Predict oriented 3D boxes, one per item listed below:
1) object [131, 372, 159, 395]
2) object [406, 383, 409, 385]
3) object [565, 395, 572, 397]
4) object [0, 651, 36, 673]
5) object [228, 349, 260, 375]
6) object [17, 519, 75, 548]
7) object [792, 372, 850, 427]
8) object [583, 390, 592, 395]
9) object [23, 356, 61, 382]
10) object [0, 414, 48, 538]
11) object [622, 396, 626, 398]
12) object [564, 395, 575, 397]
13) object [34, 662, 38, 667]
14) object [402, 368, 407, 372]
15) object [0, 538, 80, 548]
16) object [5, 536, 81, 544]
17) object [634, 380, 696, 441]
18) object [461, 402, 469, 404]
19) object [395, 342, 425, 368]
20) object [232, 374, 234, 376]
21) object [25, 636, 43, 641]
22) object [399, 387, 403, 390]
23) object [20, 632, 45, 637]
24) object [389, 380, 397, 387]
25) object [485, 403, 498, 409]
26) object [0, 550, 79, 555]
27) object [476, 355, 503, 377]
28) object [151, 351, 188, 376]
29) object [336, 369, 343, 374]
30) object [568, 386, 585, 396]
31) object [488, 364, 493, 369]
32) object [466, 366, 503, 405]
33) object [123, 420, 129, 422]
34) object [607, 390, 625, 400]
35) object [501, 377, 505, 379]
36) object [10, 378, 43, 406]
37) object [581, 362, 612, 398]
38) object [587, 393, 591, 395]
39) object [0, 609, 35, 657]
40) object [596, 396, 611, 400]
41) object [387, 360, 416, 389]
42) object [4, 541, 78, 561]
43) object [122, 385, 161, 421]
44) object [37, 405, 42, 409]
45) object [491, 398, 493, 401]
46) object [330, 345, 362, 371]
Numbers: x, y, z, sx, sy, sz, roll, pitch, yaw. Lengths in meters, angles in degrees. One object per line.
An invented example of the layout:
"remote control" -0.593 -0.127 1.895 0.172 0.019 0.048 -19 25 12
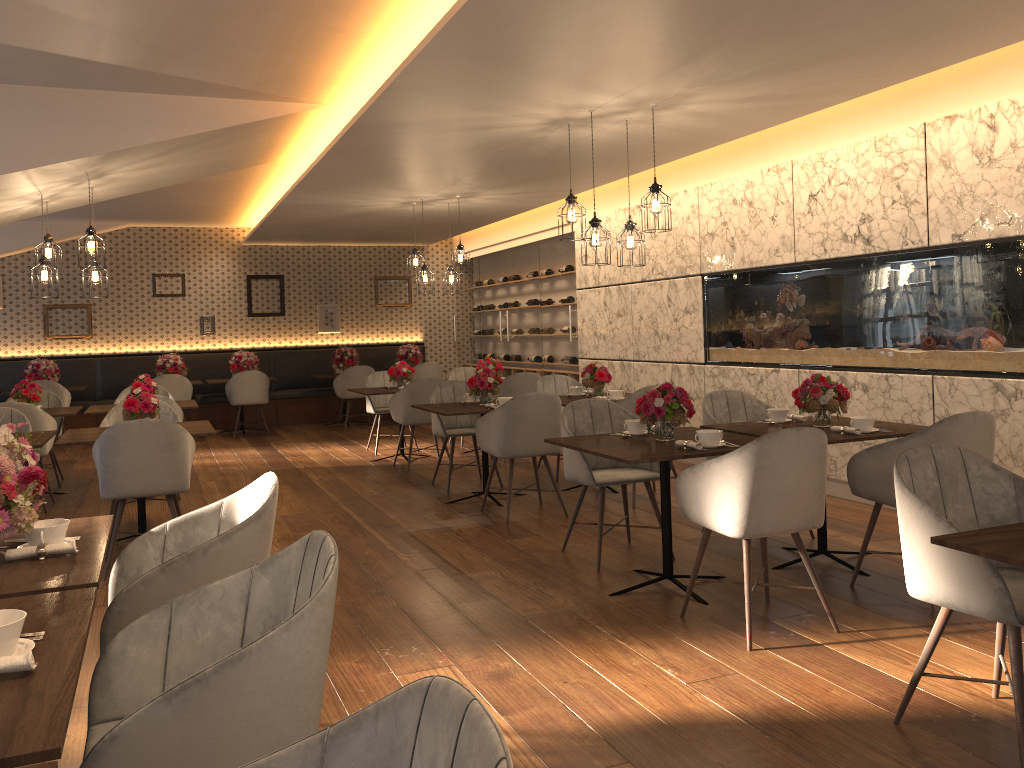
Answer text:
"object" -3.249 0.044 7.845 0.234 0.301 0.305 -2 2 -3
"object" -0.975 0.022 8.807 0.148 0.072 0.148 -5 4 -44
"object" 0.455 0.096 7.347 0.043 0.015 0.197 -3 4 -18
"object" -0.928 0.497 1.540 0.176 0.039 0.056 -3 3 -22
"object" -3.658 -0.273 12.091 0.420 0.425 0.405 -3 2 -20
"object" -1.321 0.432 2.510 0.148 0.072 0.148 -1 3 20
"object" 1.653 0.076 4.747 0.305 0.301 0.234 -2 2 0
"object" 0.650 0.071 7.447 0.056 0.039 0.176 -3 4 -22
"object" -5.935 -0.138 11.180 0.420 0.425 0.405 -3 2 -34
"object" -1.455 0.271 2.321 0.420 0.425 0.405 -3 2 -34
"object" 0.904 0.109 6.914 0.043 0.015 0.197 -3 4 -26
"object" 0.483 0.101 7.350 0.022 0.004 0.211 -3 4 -22
"object" -0.949 0.503 1.569 0.193 0.024 0.025 -3 2 -22
"object" -1.109 -0.142 9.033 0.077 0.052 0.045 0 2 30
"object" -1.373 0.464 2.573 0.211 0.004 0.022 -3 4 -22
"object" -1.380 0.456 2.608 0.197 0.015 0.043 -4 4 -26
"object" 0.762 0.127 4.417 0.305 0.301 0.234 -2 2 11
"object" -0.368 0.151 7.006 0.022 0.004 0.211 -3 4 -22
"object" -1.505 -0.401 12.989 0.405 0.425 0.420 -1 2 22
"object" -3.848 -0.112 12.436 0.148 0.072 0.148 0 3 25
"object" -1.024 0.507 1.708 0.211 0.004 0.022 -3 4 -22
"object" -1.080 0.046 8.764 0.056 0.039 0.176 -3 4 -22
"object" -1.031 0.499 1.743 0.197 0.015 0.043 -4 4 -26
"object" -1.237 -0.004 9.357 0.148 0.072 0.148 -5 4 -44
"object" -0.150 0.160 6.466 0.056 0.039 0.176 -3 4 -22
"object" -1.299 0.460 2.433 0.193 0.024 0.025 -3 2 -22
"object" -0.243 -0.156 9.431 0.305 0.301 0.234 -2 2 0
"object" -4.559 -0.225 11.835 0.405 0.425 0.420 -1 2 22
"object" -2.524 -0.189 12.972 0.148 0.072 0.148 0 3 25
"object" 0.544 0.061 7.404 0.148 0.072 0.148 -5 4 -44
"object" -0.239 -0.182 9.351 0.048 0.052 0.076 -4 3 -43
"object" -0.204 0.008 6.806 0.305 0.301 0.234 -4 2 -44
"object" -2.551 0.252 5.994 0.148 0.072 0.148 0 4 35
"object" 0.806 0.087 6.853 0.148 0.072 0.148 -5 4 -44
"object" -0.124 -0.028 9.151 0.148 0.072 0.148 -5 4 -44
"object" -4.115 0.095 7.481 0.305 0.301 0.234 0 2 43
"object" 0.690 -0.042 7.136 0.234 0.301 0.305 -2 2 -20
"object" 0.622 0.081 7.425 0.025 0.024 0.193 -3 4 -22
"object" -0.971 0.475 1.646 0.148 0.072 0.148 -1 3 20
"object" 0.701 0.110 6.810 0.056 0.039 0.176 -3 4 -22
"object" -1.134 -0.106 9.104 0.305 0.301 0.234 -4 2 -44
"object" -1.277 0.454 2.405 0.176 0.039 0.056 -3 3 -22
"object" -2.379 0.150 5.693 0.234 0.301 0.305 -2 2 -3
"object" -4.192 0.207 7.834 0.056 0.039 0.176 -3 4 -22
"object" -0.201 0.121 7.102 0.056 0.039 0.176 -3 4 -22
"object" -2.371 -0.349 12.626 0.405 0.425 0.420 -1 2 20
